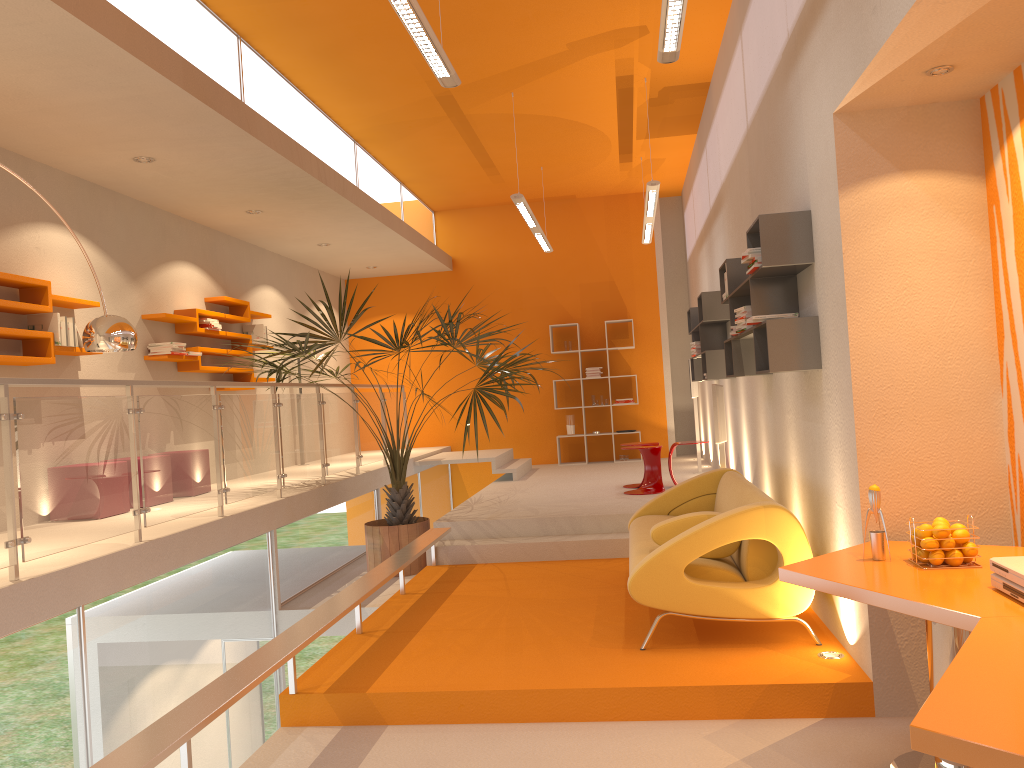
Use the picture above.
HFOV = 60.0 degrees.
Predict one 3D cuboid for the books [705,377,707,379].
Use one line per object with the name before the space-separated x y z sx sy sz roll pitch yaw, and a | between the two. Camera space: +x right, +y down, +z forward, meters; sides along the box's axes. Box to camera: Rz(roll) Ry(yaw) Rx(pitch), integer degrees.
books | 1.891 -0.064 8.194 0.190 0.015 0.254 -4 -1 8

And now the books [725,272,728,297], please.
books | 1.566 -0.681 5.998 0.230 0.169 0.027 -4 -1 7

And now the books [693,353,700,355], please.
books | 1.993 -0.316 9.211 0.190 0.011 0.268 -4 -1 4

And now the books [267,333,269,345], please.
books | -2.807 -0.503 9.797 0.230 0.169 0.023 -4 -1 7

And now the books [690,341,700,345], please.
books | 1.994 -0.432 9.211 0.230 0.017 0.227 -4 -1 -2

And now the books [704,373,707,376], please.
books | 1.896 -0.095 8.181 0.230 0.017 0.227 -4 -1 7

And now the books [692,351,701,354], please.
books | 1.991 -0.329 9.222 0.190 0.015 0.254 -4 -1 -1

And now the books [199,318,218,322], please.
books | -2.980 -0.605 8.513 0.230 0.017 0.226 -4 -1 7

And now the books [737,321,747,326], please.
books | 1.472 -0.367 5.324 0.190 0.015 0.254 -4 -1 4

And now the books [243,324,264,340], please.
books | -2.817 -0.533 9.674 0.230 0.227 0.017 -4 -1 7

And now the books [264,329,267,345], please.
books | -2.808 -0.505 9.714 0.230 0.169 0.027 -4 -1 7

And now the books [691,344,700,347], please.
books | 1.986 -0.400 9.223 0.190 0.015 0.254 -4 -1 -1

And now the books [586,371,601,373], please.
books | 1.161 -0.166 12.654 0.210 0.013 0.296 -4 -1 7

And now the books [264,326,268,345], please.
books | -2.798 -0.525 9.765 0.207 0.210 0.021 -4 -1 7

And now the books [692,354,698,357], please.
books | 1.993 -0.304 9.207 0.210 0.013 0.297 -4 -1 3

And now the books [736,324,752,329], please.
books | 1.476 -0.352 5.332 0.190 0.015 0.254 -4 -1 -1

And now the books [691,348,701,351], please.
books | 1.999 -0.361 9.210 0.230 0.017 0.227 -4 -1 -2

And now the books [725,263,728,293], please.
books | 1.558 -0.710 5.949 0.230 0.227 0.017 -4 -1 7

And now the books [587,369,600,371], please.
books | 1.161 -0.191 12.668 0.190 0.015 0.254 -4 -1 4

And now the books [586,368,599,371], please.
books | 1.156 -0.206 12.661 0.190 0.015 0.254 -4 -1 9

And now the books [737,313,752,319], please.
books | 1.473 -0.410 5.323 0.190 0.011 0.268 -4 -1 4

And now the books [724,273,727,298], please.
books | 1.571 -0.680 6.052 0.230 0.169 0.023 -4 -1 7

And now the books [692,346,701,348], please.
books | 1.988 -0.387 9.212 0.190 0.011 0.268 -4 -1 4

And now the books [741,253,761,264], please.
books | 1.343 -0.664 4.653 0.230 0.017 0.226 -4 -1 3

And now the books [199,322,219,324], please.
books | -2.964 -0.574 8.511 0.227 0.017 0.230 -4 -1 3

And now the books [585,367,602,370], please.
books | 1.167 -0.223 12.656 0.230 0.017 0.227 -4 -1 3

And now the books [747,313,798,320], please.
books | 1.364 -0.347 4.655 0.226 0.017 0.230 -4 -1 7

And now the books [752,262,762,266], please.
books | 1.354 -0.621 4.650 0.190 0.011 0.268 -4 -1 9

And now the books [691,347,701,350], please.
books | 1.988 -0.375 9.208 0.210 0.013 0.297 -4 -1 3

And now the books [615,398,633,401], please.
books | 1.584 0.220 12.541 0.227 0.017 0.230 -4 -1 3

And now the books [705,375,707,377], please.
books | 1.885 -0.078 8.187 0.190 0.015 0.254 -4 -1 14

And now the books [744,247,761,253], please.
books | 1.343 -0.696 4.667 0.226 0.017 0.230 -4 -1 7

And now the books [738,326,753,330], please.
books | 1.478 -0.339 5.322 0.190 0.011 0.268 -4 -1 4

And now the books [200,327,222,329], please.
books | -2.959 -0.530 8.518 0.268 0.011 0.190 -4 -1 9

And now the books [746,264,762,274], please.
books | 1.356 -0.609 4.654 0.210 0.013 0.297 -4 -1 7

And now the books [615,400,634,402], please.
books | 1.590 0.236 12.553 0.254 0.015 0.190 -4 -1 9

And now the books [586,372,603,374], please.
books | 1.172 -0.152 12.655 0.230 0.017 0.227 -4 -1 3

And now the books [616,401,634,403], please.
books | 1.598 0.251 12.549 0.254 0.015 0.190 -4 -1 4

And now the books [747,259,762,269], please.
books | 1.354 -0.634 4.640 0.190 0.015 0.254 -4 -1 4

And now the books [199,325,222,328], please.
books | -2.949 -0.544 8.519 0.254 0.015 0.190 -4 -1 4

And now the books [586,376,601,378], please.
books | 1.166 -0.095 12.653 0.210 0.013 0.296 -4 -1 7

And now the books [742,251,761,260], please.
books | 1.337 -0.680 4.655 0.254 0.015 0.190 -4 -1 14

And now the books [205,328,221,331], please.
books | -2.963 -0.518 8.525 0.210 0.013 0.297 -4 -1 7

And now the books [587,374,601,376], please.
books | 1.165 -0.120 12.667 0.190 0.015 0.254 -4 -1 4

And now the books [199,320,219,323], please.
books | -2.967 -0.590 8.506 0.190 0.015 0.254 -4 -1 14

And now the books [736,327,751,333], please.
books | 1.478 -0.327 5.317 0.210 0.013 0.297 -4 -1 3

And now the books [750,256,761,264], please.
books | 1.356 -0.649 4.648 0.190 0.015 0.254 -4 -1 9

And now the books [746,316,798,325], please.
books | 1.359 -0.331 4.643 0.254 0.015 0.190 -4 -1 14

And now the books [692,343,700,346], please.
books | 1.982 -0.415 9.215 0.190 0.015 0.254 -4 -1 4

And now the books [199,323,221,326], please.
books | -2.958 -0.558 8.523 0.254 0.015 0.190 -4 -1 9

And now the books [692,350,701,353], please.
books | 1.987 -0.344 9.214 0.190 0.015 0.254 -4 -1 4

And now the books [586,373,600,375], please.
books | 1.161 -0.135 12.660 0.190 0.015 0.254 -4 -1 9
